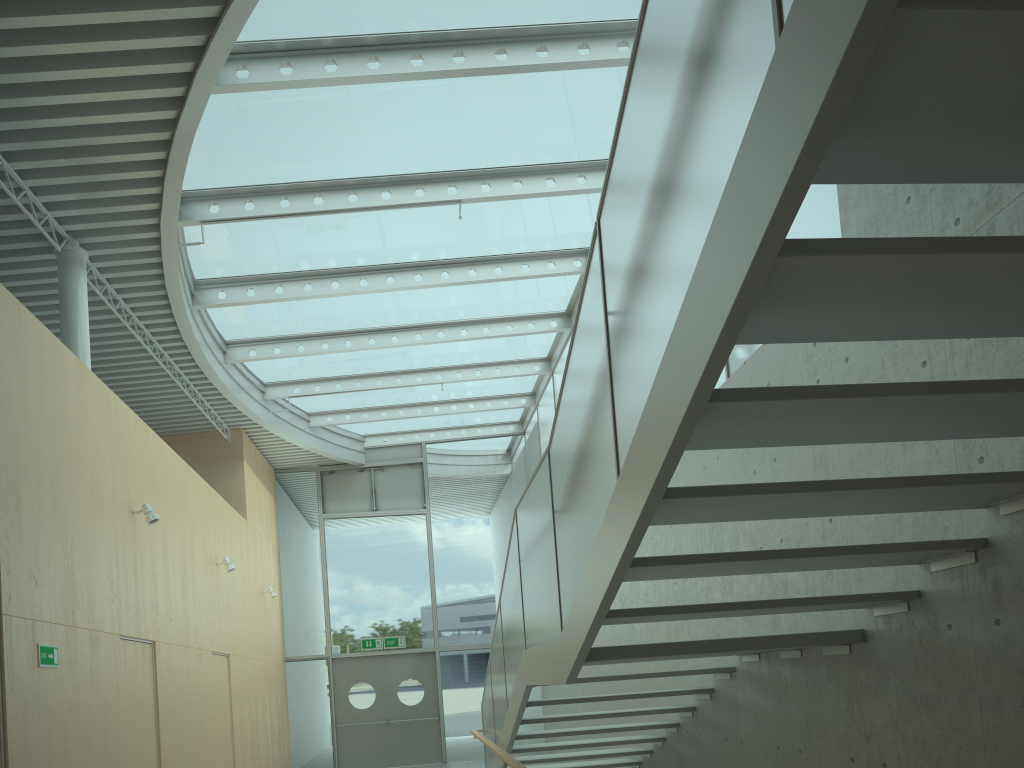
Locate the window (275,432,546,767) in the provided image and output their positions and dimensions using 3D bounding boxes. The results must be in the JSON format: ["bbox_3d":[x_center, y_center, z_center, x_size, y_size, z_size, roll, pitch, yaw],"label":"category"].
[{"bbox_3d":[-1.884,4.073,15.949,4.849,6.154,0.112,-3,-3,-7],"label":"window"}]

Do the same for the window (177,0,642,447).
[{"bbox_3d":[-1.095,1.854,10.423,4.775,6.062,16.623,-3,-17,-7],"label":"window"}]

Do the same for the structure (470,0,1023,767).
[{"bbox_3d":[1.020,1.157,4.688,1.882,4.070,13.247,-3,-18,-7],"label":"structure"}]

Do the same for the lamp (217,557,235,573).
[{"bbox_3d":[-3.566,2.247,10.577,0.232,0.192,0.146,2,-11,-26],"label":"lamp"}]

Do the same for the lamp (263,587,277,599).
[{"bbox_3d":[-3.908,3.364,13.701,0.232,0.192,0.146,2,-11,-26],"label":"lamp"}]

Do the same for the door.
[{"bbox_3d":[-2.312,6.072,15.771,1.919,2.063,0.179,-3,-3,-7],"label":"door"}]

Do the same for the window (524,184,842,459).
[{"bbox_3d":[0.950,0.261,10.748,0.030,2.653,16.442,-4,-19,-8],"label":"window"}]

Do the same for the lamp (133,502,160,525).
[{"bbox_3d":[-3.225,1.138,7.475,0.232,0.192,0.146,2,-11,-26],"label":"lamp"}]
